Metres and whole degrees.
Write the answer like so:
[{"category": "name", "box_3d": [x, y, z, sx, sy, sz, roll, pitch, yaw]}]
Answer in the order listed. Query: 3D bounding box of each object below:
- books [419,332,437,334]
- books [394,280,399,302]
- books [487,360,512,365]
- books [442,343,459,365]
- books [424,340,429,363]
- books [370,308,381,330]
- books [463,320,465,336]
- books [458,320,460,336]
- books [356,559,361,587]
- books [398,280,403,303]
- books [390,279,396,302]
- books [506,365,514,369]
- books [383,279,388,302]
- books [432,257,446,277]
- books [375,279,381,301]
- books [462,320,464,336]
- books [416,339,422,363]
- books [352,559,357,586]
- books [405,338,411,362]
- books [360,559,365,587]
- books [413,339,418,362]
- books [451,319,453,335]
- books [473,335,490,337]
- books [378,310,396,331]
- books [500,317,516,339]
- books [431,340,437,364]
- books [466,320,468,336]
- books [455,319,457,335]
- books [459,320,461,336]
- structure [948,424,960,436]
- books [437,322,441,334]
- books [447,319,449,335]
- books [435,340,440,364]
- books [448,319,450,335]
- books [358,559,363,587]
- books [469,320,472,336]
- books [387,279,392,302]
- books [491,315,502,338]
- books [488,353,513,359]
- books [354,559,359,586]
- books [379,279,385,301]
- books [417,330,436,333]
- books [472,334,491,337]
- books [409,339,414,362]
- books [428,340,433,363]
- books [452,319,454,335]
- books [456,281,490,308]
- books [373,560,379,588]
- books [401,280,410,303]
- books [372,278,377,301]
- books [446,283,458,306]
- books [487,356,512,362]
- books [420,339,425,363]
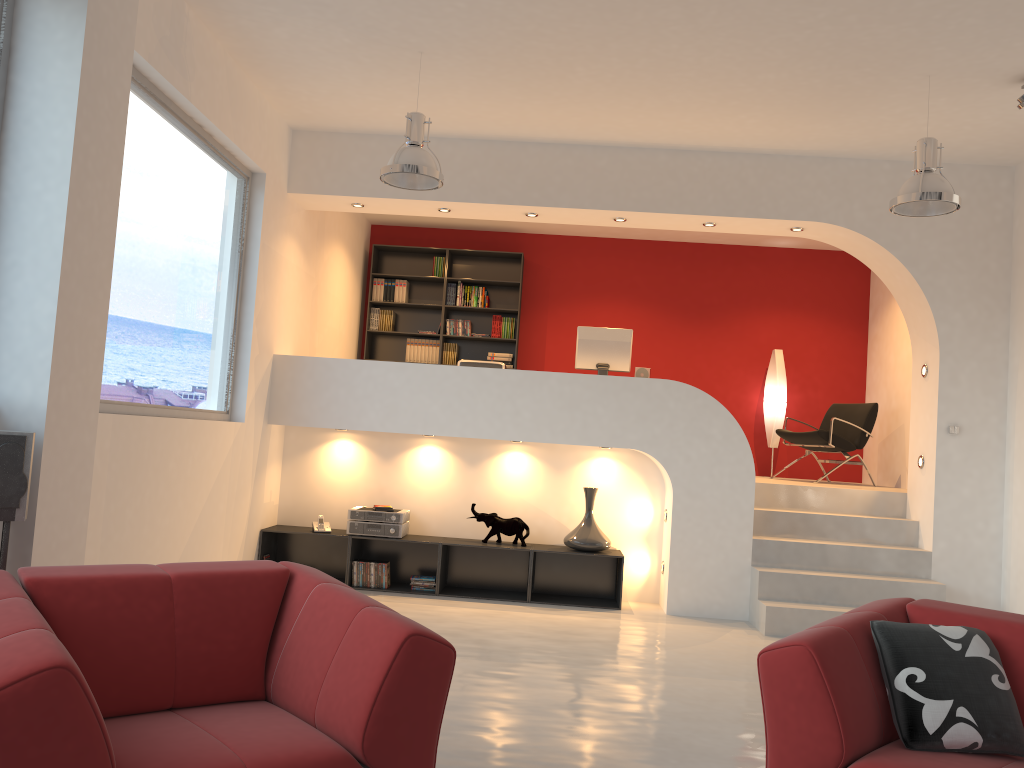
[{"category": "books", "box_3d": [-0.913, -0.550, 9.694, 0.190, 0.015, 0.135, 4, -4, 3]}, {"category": "books", "box_3d": [-1.248, -0.997, 9.719, 0.040, 0.260, 0.200, 4, -4, 3]}, {"category": "books", "box_3d": [-0.130, -0.223, 9.599, 0.260, 0.040, 0.200, 4, -4, 3]}, {"category": "books", "box_3d": [-0.671, -0.316, 9.658, 0.146, 0.240, 0.170, 4, -4, 3]}, {"category": "books", "box_3d": [-0.918, -0.343, 9.660, 0.040, 0.260, 0.200, 4, -4, 3]}, {"category": "books", "box_3d": [-1.490, -0.693, 9.723, 0.090, 0.256, 0.181, 4, -4, 3]}, {"category": "books", "box_3d": [-0.514, -0.596, 9.678, 0.031, 0.190, 0.135, 4, -4, 3]}, {"category": "books", "box_3d": [-0.574, -0.600, 9.681, 0.031, 0.190, 0.135, 4, -4, 3]}, {"category": "books", "box_3d": [-1.182, 1.454, 6.834, 0.031, 0.190, 0.135, 4, -4, 3]}, {"category": "books", "box_3d": [-1.208, -0.994, 9.717, 0.040, 0.260, 0.200, 4, -4, 3]}, {"category": "books", "box_3d": [-1.289, -0.999, 9.721, 0.040, 0.260, 0.200, 4, -4, 3]}, {"category": "books", "box_3d": [-0.114, -0.182, 9.599, 0.260, 0.040, 0.200, 4, -4, 4]}, {"category": "books", "box_3d": [-1.370, -1.004, 9.726, 0.040, 0.260, 0.200, 4, -4, 3]}, {"category": "books", "box_3d": [-0.784, -1.257, 9.726, 0.146, 0.240, 0.170, 4, -4, 3]}, {"category": "books", "box_3d": [-1.451, -1.010, 9.730, 0.040, 0.260, 0.200, 4, -4, 3]}, {"category": "books", "box_3d": [-0.529, -0.597, 9.679, 0.031, 0.190, 0.135, 4, -4, 3]}, {"category": "books", "box_3d": [-0.999, -0.348, 9.664, 0.040, 0.260, 0.200, 4, -4, 3]}, {"category": "books", "box_3d": [-1.212, 1.452, 6.836, 0.031, 0.190, 0.135, 4, -4, 3]}, {"category": "books", "box_3d": [-1.120, -0.356, 9.671, 0.040, 0.260, 0.200, 4, -4, 3]}, {"category": "books", "box_3d": [-1.152, 1.456, 6.833, 0.031, 0.190, 0.135, 4, -4, 3]}, {"category": "books", "box_3d": [-1.039, -0.351, 9.666, 0.040, 0.260, 0.200, 4, -4, 3]}, {"category": "books", "box_3d": [-0.649, -0.605, 9.685, 0.031, 0.190, 0.135, 4, -4, 3]}, {"category": "books", "box_3d": [-0.327, -0.512, 9.664, 0.190, 0.015, 0.135, 4, -4, 3]}, {"category": "books", "box_3d": [-1.370, -0.677, 9.715, 0.146, 0.240, 0.170, 4, -4, 3]}, {"category": "books", "box_3d": [-0.046, -0.592, 9.647, 0.146, 0.240, 0.170, 4, -4, 3]}, {"category": "books", "box_3d": [-0.836, -0.337, 9.656, 0.040, 0.260, 0.200, 4, -4, 3]}, {"category": "books", "box_3d": [-0.484, -0.595, 9.677, 0.031, 0.190, 0.135, 4, -4, 3]}, {"category": "books", "box_3d": [-0.604, -0.602, 9.683, 0.031, 0.190, 0.135, 4, -4, 3]}, {"category": "books", "box_3d": [-0.559, -0.599, 9.680, 0.031, 0.190, 0.135, 4, -4, 3]}, {"category": "structure", "box_3d": [3.253, 0.338, 6.526, 0.080, 0.080, 0.016, 4, -4, 3]}, {"category": "books", "box_3d": [-0.784, -0.612, 9.692, 0.063, 0.187, 0.135, 4, -4, 3]}, {"category": "books", "box_3d": [-0.694, -0.608, 9.687, 0.031, 0.190, 0.135, 4, -4, 3]}, {"category": "books", "box_3d": [-0.796, -0.335, 9.654, 0.040, 0.260, 0.200, 4, -4, 3]}, {"category": "books", "box_3d": [-0.679, -0.607, 9.686, 0.031, 0.190, 0.135, 4, -4, 3]}, {"category": "books", "box_3d": [-1.167, 1.455, 6.834, 0.031, 0.190, 0.135, 4, -4, 3]}, {"category": "books", "box_3d": [-0.454, -0.593, 9.675, 0.031, 0.190, 0.135, 4, -4, 3]}, {"category": "books", "box_3d": [-1.330, -1.002, 9.723, 0.040, 0.260, 0.200, 4, -4, 3]}, {"category": "books", "box_3d": [-0.165, -0.607, 9.655, 0.090, 0.256, 0.181, 4, -4, 3]}, {"category": "books", "box_3d": [-0.120, -0.303, 9.595, 0.260, 0.040, 0.200, 4, -4, 3]}, {"category": "books", "box_3d": [-1.197, 1.453, 6.835, 0.031, 0.190, 0.135, 4, -4, 3]}, {"category": "books", "box_3d": [-1.410, -1.007, 9.728, 0.040, 0.260, 0.200, 4, -4, 3]}, {"category": "books", "box_3d": [-0.931, -0.566, 9.696, 0.190, 0.015, 0.135, 4, -4, 3]}, {"category": "books", "box_3d": [-0.335, -0.527, 9.665, 0.190, 0.015, 0.135, 3, -4, 8]}, {"category": "books", "box_3d": [-1.079, -0.353, 9.668, 0.040, 0.260, 0.200, 4, -4, 3]}, {"category": "books", "box_3d": [-0.877, -0.340, 9.658, 0.040, 0.260, 0.200, 4, -4, 3]}, {"category": "books", "box_3d": [-0.634, -0.604, 9.684, 0.031, 0.190, 0.135, 4, -4, 3]}, {"category": "books", "box_3d": [-0.419, -0.957, 9.666, 0.341, 0.286, 0.231, 4, -4, 3]}, {"category": "books", "box_3d": [-1.047, 1.463, 6.827, 0.031, 0.190, 0.135, 4, -4, 3]}, {"category": "books", "box_3d": [-1.168, -0.991, 9.715, 0.040, 0.260, 0.200, 4, -4, 3]}, {"category": "books", "box_3d": [-1.491, -1.012, 9.732, 0.040, 0.260, 0.200, 4, -4, 3]}, {"category": "books", "box_3d": [-0.655, -0.956, 9.701, 0.090, 0.256, 0.181, 4, -4, 3]}, {"category": "books", "box_3d": [-0.132, -0.263, 9.601, 0.260, 0.040, 0.200, 4, -4, 2]}, {"category": "books", "box_3d": [-0.958, -0.345, 9.662, 0.040, 0.260, 0.200, 4, -4, 3]}]
